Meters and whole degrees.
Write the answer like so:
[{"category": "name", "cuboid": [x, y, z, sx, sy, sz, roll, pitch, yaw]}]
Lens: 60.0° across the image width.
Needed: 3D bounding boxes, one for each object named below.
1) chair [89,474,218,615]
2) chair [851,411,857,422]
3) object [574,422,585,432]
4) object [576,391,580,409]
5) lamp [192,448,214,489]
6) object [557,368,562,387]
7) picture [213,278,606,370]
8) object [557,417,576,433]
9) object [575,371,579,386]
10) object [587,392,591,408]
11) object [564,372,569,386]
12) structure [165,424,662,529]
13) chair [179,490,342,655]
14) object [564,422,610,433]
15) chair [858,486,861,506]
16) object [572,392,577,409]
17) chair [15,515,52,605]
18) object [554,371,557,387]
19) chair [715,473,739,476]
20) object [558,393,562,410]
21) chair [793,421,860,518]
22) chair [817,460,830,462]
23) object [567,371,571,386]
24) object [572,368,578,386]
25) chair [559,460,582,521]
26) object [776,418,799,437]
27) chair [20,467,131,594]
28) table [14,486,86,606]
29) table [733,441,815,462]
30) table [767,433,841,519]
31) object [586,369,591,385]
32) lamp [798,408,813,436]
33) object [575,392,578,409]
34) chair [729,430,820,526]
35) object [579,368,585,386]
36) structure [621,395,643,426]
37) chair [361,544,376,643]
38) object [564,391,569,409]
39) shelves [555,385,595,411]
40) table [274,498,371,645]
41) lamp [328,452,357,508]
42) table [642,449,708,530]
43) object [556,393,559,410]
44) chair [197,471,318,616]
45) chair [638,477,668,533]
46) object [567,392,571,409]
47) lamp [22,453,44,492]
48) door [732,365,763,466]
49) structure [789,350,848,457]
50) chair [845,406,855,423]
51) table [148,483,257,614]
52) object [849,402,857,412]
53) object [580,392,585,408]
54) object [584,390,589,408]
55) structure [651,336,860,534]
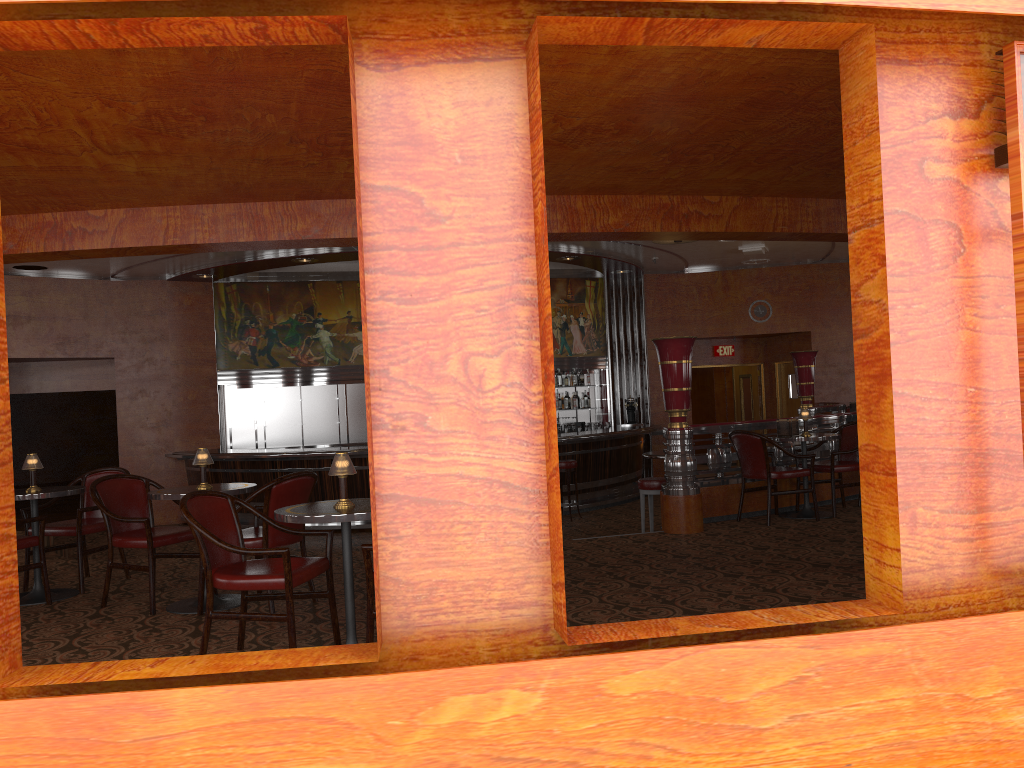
[{"category": "chair", "cuboid": [-2.319, 0.982, 5.654, 0.615, 0.817, 0.587, -3, 0, 25]}, {"category": "chair", "cuboid": [5.160, 0.729, 12.658, 0.588, 0.817, 0.615, -3, 0, 20]}, {"category": "object", "cuboid": [1.126, 0.710, 14.746, 0.169, 0.156, 0.195, -3, -1, 10]}, {"category": "object", "cuboid": [1.096, 0.268, 14.945, 0.090, 0.293, 0.090, -3, 0, 19]}, {"category": "lamp", "cuboid": [-1.917, 0.522, 5.504, 0.130, 0.250, 0.130, -3, 0, 7]}, {"category": "object", "cuboid": [0.789, -0.107, 14.681, 0.078, 0.305, 0.078, -3, 0, -27]}, {"category": "picture", "cuboid": [-1.454, -1.000, 14.157, 6.253, 1.322, 0.001, -3, 0, -15]}, {"category": "object", "cuboid": [0.655, 0.689, 14.660, 0.951, 0.245, 0.396, -3, -1, -12]}, {"category": "object", "cuboid": [1.086, -0.093, 14.933, 0.090, 0.256, 0.090, -3, 0, -9]}, {"category": "object", "cuboid": [1.287, 0.269, 14.978, 0.080, 0.272, 0.080, -3, 0, -17]}, {"category": "object", "cuboid": [0.902, -0.078, 14.736, 0.070, 0.238, 0.070, -3, 0, -41]}, {"category": "structure", "cuboid": [-0.923, 1.311, 12.589, 7.809, 1.047, 3.208, -3, -1, -15]}, {"category": "chair", "cuboid": [-1.211, 0.903, 4.190, 0.615, 0.817, 0.588, -3, 0, 10]}, {"category": "object", "cuboid": [0.930, 0.732, 14.782, 1.424, 0.134, 0.403, -3, -1, -9]}, {"category": "chair", "cuboid": [3.558, 0.738, 8.426, 0.615, 0.817, 0.588, -2, -1, -45]}, {"category": "object", "cuboid": [1.036, 0.273, 14.732, 0.067, 0.282, 0.067, -3, 0, -40]}, {"category": "chair", "cuboid": [-3.344, 1.030, 5.537, 0.588, 0.817, 0.615, -3, 0, 20]}, {"category": "object", "cuboid": [0.697, -0.086, 14.679, 0.080, 0.272, 0.080, -3, 0, -22]}, {"category": "chair", "cuboid": [2.135, 1.241, 8.496, 0.350, 0.755, 0.350, -3, 0, 26]}, {"category": "object", "cuboid": [0.795, 0.291, 14.809, 0.080, 0.272, 0.080, -3, 0, -12]}, {"category": "chair", "cuboid": [2.999, 0.761, 8.125, 0.615, 0.817, 0.588, -3, 0, -20]}, {"category": "chair", "cuboid": [3.478, 1.192, 9.571, 0.350, 0.755, 0.350, -3, 0, 1]}, {"category": "object", "cuboid": [0.944, -0.095, 14.847, 0.080, 0.272, 0.080, -3, 0, 43]}, {"category": "object", "cuboid": [1.046, -0.118, 14.766, 0.078, 0.305, 0.078, -3, 0, -34]}, {"category": "chair", "cuboid": [0.679, 1.359, 11.358, 0.350, 0.755, 0.350, -3, 0, 26]}, {"category": "object", "cuboid": [2.473, 0.394, 7.999, 0.169, 0.156, 0.195, -3, -1, 35]}, {"category": "chair", "cuboid": [-3.088, 1.032, 6.401, 0.588, 0.817, 0.615, -3, 0, 20]}, {"category": "table", "cuboid": [-3.203, 1.079, 5.969, 0.639, 0.720, 0.640, -3, -1, -25]}, {"category": "table", "cuboid": [2.853, 1.121, 9.593, 0.849, 0.960, 0.850, -2, -1, -35]}, {"category": "table", "cuboid": [2.646, 0.825, 7.998, 0.640, 0.720, 0.639, -3, -1, 28]}, {"category": "object", "cuboid": [1.276, -0.117, 14.832, 0.067, 0.282, 0.067, -3, 0, -3]}, {"category": "lamp", "cuboid": [2.636, 0.339, 7.965, 0.130, 0.250, 0.130, -3, 0, -4]}, {"category": "object", "cuboid": [1.070, 0.272, 14.812, 0.067, 0.282, 0.067, -3, 0, 36]}, {"category": "chair", "cuboid": [2.248, 0.792, 7.762, 0.615, 0.817, 0.588, -3, 0, -25]}, {"category": "object", "cuboid": [1.162, -0.117, 14.781, 0.090, 0.293, 0.090, -3, 0, 19]}, {"category": "structure", "cuboid": [1.965, 0.453, 14.623, 0.360, 0.540, 0.280, -3, 0, 5]}, {"category": "chair", "cuboid": [-0.317, 0.858, 4.088, 0.615, 0.817, 0.588, -3, 0, 10]}, {"category": "object", "cuboid": [0.903, 0.268, 14.724, 0.078, 0.305, 0.078, -3, 0, 23]}, {"category": "shelves", "cuboid": [0.115, 0.182, 14.594, 2.593, 0.568, 0.339, -3, 0, -15]}, {"category": "table", "cuboid": [-0.759, 0.929, 4.128, 0.640, 0.720, 0.639, -3, -1, 14]}, {"category": "lamp", "cuboid": [-0.787, 0.444, 4.125, 0.130, 0.250, 0.130, -3, 0, 41]}, {"category": "table", "cuboid": [1.768, 1.164, 8.949, 0.849, 0.960, 0.850, -3, -1, -13]}, {"category": "object", "cuboid": [0.744, 0.286, 14.710, 0.067, 0.282, 0.067, -3, 0, 41]}, {"category": "chair", "cuboid": [-1.482, 0.935, 5.324, 0.615, 0.817, 0.587, -3, 0, 25]}, {"category": "chair", "cuboid": [1.389, 1.276, 8.435, 0.350, 0.755, 0.350, -3, 0, 34]}, {"category": "object", "cuboid": [0.937, 0.274, 14.830, 0.090, 0.293, 0.090, -3, 0, -21]}, {"category": "lamp", "cuboid": [-3.224, 0.594, 5.966, 0.130, 0.250, 0.130, -3, 0, -7]}, {"category": "door", "cuboid": [4.374, 0.636, 16.400, 0.063, 1.983, 0.808, -3, 0, -21]}, {"category": "structure", "cuboid": [4.671, 0.557, 13.135, 0.624, 2.024, 3.168, -3, -1, 25]}, {"category": "chair", "cuboid": [5.495, 0.732, 13.839, 0.588, 0.817, 0.615, -3, 0, 5]}, {"category": "table", "cuboid": [-1.898, 1.007, 5.500, 0.640, 0.720, 0.639, -3, 0, 11]}, {"category": "object", "cuboid": [5.208, 0.347, 13.318, 0.169, 0.156, 0.195, -3, -1, -20]}, {"category": "object", "cuboid": [1.181, 0.272, 14.814, 0.080, 0.272, 0.080, -3, 0, -12]}, {"category": "object", "cuboid": [1.238, 0.254, 14.876, 0.078, 0.305, 0.078, -3, 0, -2]}, {"category": "structure", "cuboid": [2.826, -0.215, 8.806, 4.352, 3.605, 0.549, -2, 0, -41]}]
